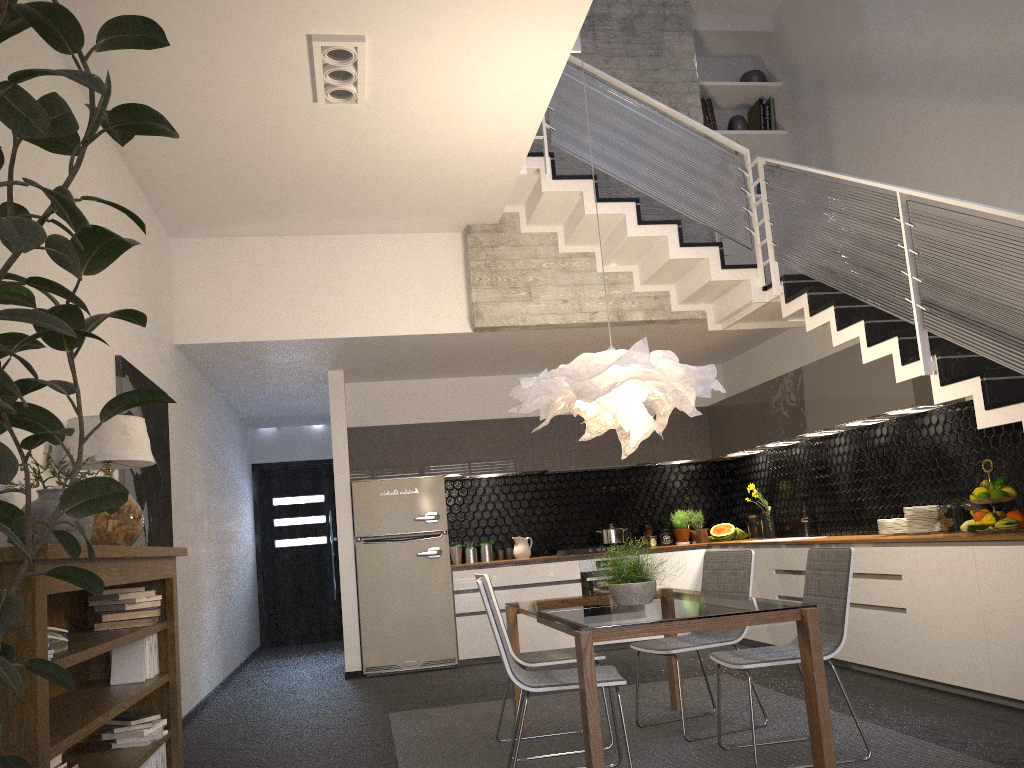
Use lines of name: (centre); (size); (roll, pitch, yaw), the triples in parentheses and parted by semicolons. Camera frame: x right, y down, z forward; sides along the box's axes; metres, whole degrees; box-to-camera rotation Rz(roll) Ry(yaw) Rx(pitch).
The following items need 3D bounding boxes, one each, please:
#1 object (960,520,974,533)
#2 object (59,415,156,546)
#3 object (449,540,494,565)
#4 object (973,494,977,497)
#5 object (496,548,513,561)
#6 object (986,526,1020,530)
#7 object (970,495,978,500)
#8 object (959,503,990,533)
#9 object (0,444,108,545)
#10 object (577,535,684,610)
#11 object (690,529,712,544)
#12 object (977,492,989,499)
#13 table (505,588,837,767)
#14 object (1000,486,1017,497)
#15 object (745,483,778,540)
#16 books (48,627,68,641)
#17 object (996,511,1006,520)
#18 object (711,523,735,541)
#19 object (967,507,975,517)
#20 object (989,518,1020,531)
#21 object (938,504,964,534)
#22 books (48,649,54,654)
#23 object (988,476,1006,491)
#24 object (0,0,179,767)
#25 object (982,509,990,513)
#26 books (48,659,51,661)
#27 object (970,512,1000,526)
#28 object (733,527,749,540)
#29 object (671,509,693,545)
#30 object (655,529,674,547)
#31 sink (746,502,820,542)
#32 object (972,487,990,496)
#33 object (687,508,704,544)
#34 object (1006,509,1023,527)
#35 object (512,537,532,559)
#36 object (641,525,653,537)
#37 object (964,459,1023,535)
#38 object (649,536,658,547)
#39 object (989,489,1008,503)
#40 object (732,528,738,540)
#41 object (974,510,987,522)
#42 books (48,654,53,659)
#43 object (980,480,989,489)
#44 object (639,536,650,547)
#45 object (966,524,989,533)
object: (2.789, 0.847, 5.292); (0.189, 0.083, 0.198); (-5, -9, -1)
object: (-1.771, 0.447, 3.888); (0.390, 0.578, 0.392); (2, -10, -41)
object: (-0.398, 1.618, 8.540); (0.481, 0.219, 0.174); (-3, -8, -13)
object: (2.682, 0.654, 5.093); (0.065, 0.059, 0.063); (-3, -9, -14)
object: (-0.070, 1.660, 8.630); (0.160, 0.110, 0.078); (-4, -8, -5)
object: (2.745, 0.797, 4.954); (0.229, 0.075, 0.070); (-1, -9, -19)
object: (2.624, 0.647, 5.026); (0.045, 0.041, 0.048); (-12, -11, 40)
object: (2.875, 0.826, 5.484); (0.172, 0.183, 0.173); (1, -10, -33)
object: (-1.683, 0.417, 3.269); (0.385, 0.409, 0.277); (0, -9, -32)
object: (0.573, 0.926, 4.400); (0.531, 0.365, 0.673); (-2, -10, -15)
object: (1.883, 1.511, 8.798); (0.210, 0.139, 0.125); (-9, -9, 23)
object: (2.650, 0.633, 4.978); (0.060, 0.054, 0.059); (-9, -9, 23)
table: (0.630, 1.442, 4.352); (0.996, 0.709, 1.814); (-3, -10, -10)
object: (2.798, 0.610, 4.986); (0.079, 0.068, 0.059); (-8, -9, 18)
object: (2.354, 1.203, 8.396); (0.257, 0.538, 0.430); (-7, -8, 13)
books: (-1.525, 0.735, 2.585); (0.323, 0.108, 0.274); (-9, -10, 24)
object: (2.787, 0.767, 5.069); (0.088, 0.078, 0.089); (-9, -9, 24)
object: (2.083, 1.468, 8.751); (0.236, 0.173, 0.218); (-8, -9, 18)
object: (2.720, 0.763, 5.142); (0.126, 0.119, 0.061); (-8, -8, 22)
object: (2.724, 0.777, 4.900); (0.152, 0.072, 0.077); (-10, -10, 27)
object: (2.828, 0.861, 5.659); (0.173, 0.183, 0.172); (-11, -11, 38)
books: (-1.507, 0.785, 2.554); (0.253, 0.011, 0.320); (5, -14, -43)
object: (2.750, 0.582, 5.053); (0.067, 0.100, 0.212); (-5, -9, 5)
object: (-1.131, -0.091, 1.895); (0.907, 3.178, 2.026); (0, -9, -32)
object: (2.712, 0.753, 5.115); (0.059, 0.055, 0.128); (-3, -10, -9)
books: (-1.486, 0.800, 2.531); (0.253, 0.011, 0.321); (3, -12, -36)
object: (2.667, 0.766, 5.002); (0.154, 0.076, 0.079); (-9, -9, 24)
object: (2.287, 1.488, 8.830); (0.149, 0.126, 0.225); (-10, -10, 29)
object: (1.721, 1.437, 8.915); (0.245, 0.351, 0.236); (-4, -8, -6)
object: (1.533, 1.544, 8.910); (0.141, 0.173, 0.142); (-3, -8, -10)
sink: (2.332, 1.249, 7.587); (0.489, 0.446, 0.729); (-3, -9, -10)
object: (2.676, 0.616, 5.047); (0.068, 0.058, 0.071); (-3, -9, -11)
object: (1.862, 1.414, 8.923); (0.170, 0.376, 0.185); (-9, -8, 26)
object: (2.864, 0.765, 5.030); (0.111, 0.110, 0.113); (1, -10, -34)
object: (0.105, 1.595, 8.635); (0.190, 0.213, 0.172); (-5, -8, 3)
object: (1.353, 1.472, 8.886); (0.083, 0.112, 0.083); (0, -9, -30)
object: (2.728, 0.637, 5.031); (0.351, 0.423, 0.355); (-2, -8, -16)
object: (1.414, 1.581, 8.890); (0.083, 0.112, 0.083); (-5, -8, 0)
object: (2.725, 0.629, 4.968); (0.101, 0.078, 0.096); (-2, -9, -15)
object: (2.274, 1.524, 9.004); (0.132, 0.118, 0.205); (-6, -9, 9)
object: (2.673, 0.760, 5.035); (0.087, 0.092, 0.086); (-4, -8, -6)
books: (-1.495, 0.792, 2.539); (0.253, 0.011, 0.320); (4, -13, -40)
object: (2.696, 0.593, 5.073); (0.057, 0.081, 0.182); (-7, -10, 18)
object: (1.327, 1.586, 8.879); (0.083, 0.112, 0.083); (-3, -8, -10)
object: (2.659, 0.812, 5.000); (0.239, 0.048, 0.062); (1, -10, -29)
